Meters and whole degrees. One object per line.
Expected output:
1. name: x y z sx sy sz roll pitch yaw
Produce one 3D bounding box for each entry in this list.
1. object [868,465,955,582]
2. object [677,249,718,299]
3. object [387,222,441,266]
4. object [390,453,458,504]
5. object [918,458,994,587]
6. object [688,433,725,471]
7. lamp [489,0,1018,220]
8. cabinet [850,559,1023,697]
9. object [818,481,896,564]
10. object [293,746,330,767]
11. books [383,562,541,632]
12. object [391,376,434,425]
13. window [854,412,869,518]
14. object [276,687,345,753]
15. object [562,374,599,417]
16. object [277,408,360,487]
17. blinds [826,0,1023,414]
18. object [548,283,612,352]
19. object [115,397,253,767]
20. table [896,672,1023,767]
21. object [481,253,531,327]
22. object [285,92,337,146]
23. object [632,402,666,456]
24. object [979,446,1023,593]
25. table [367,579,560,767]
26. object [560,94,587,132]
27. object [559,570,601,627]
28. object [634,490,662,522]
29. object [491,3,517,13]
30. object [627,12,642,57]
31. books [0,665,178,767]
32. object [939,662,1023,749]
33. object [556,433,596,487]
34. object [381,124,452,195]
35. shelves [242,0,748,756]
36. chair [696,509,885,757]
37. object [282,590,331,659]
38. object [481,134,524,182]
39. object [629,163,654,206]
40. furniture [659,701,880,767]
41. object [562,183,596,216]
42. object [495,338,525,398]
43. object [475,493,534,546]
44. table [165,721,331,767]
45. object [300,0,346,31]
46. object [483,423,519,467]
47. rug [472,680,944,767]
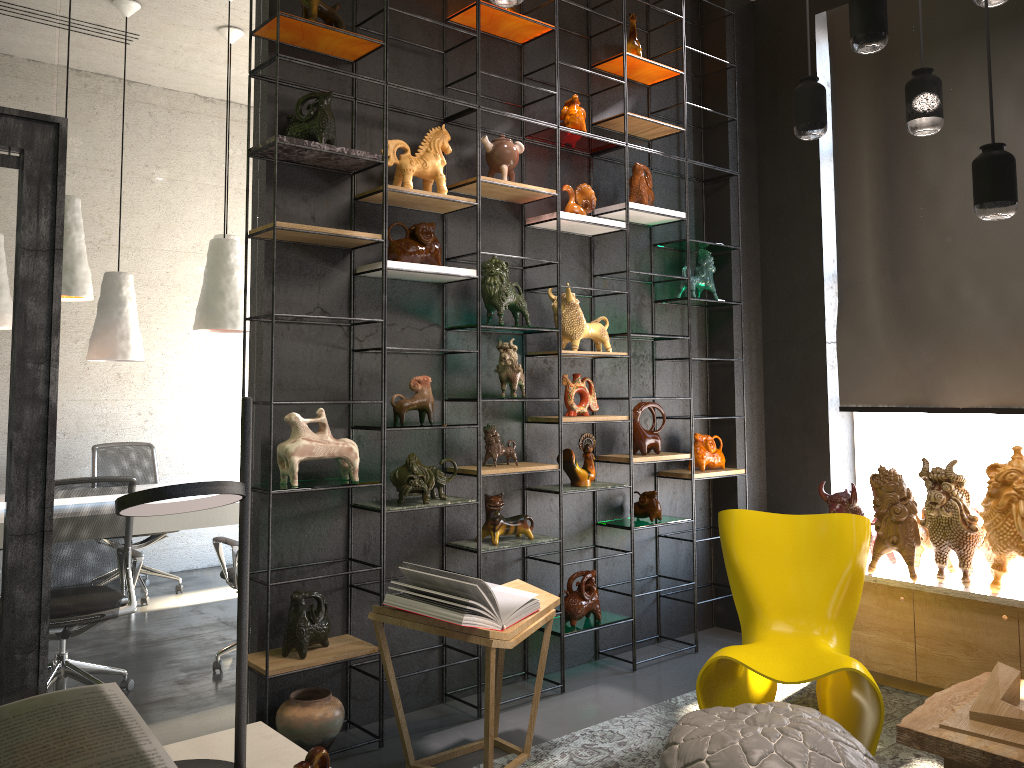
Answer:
1. object: 1.955 0.664 4.327 0.474 0.548 0.248 2 -4 -32
2. object: 1.102 -0.656 5.253 0.151 0.334 0.289 -4 -5 42
3. object: -0.439 -0.625 3.952 0.277 0.223 0.138 2 -4 -40
4. object: -0.403 0.407 3.878 0.191 0.222 0.401 -1 -2 20
5. object: 2.072 0.635 4.142 0.271 0.582 0.429 -4 -5 43
6. object: 1.146 0.395 5.186 0.277 0.223 0.138 1 -4 -39
7. lamp: 0.761 -1.661 2.128 2.675 2.284 2.833 0 -2 4
8. cabinet: 2.586 1.180 3.531 0.403 0.532 2.724 2 -2 -40
9. object: 1.761 0.707 4.482 0.462 0.443 0.218 1 -4 -35
10. object: -0.283 0.561 1.221 0.077 0.102 0.087 1 -3 -16
11. books: -0.186 0.802 3.402 0.400 0.234 0.481 -1 -2 37
12. object: -0.436 0.072 3.894 0.118 0.221 0.211 -3 -4 34
13. window: 2.817 -0.681 4.573 0.051 3.184 2.302 4 -5 -40
14. object: -0.795 1.345 3.484 0.265 0.240 0.264 2 -3 -40
15. object: 0.352 0.058 4.571 0.267 0.224 0.060 2 -5 -39
16. object: -0.778 0.249 3.593 0.341 0.305 0.164 1 -4 -35
17. blinds: 0.555 -0.750 6.098 3.521 3.323 12.672 1 -1 -20
18. object: 0.354 -0.332 4.570 0.369 0.353 0.174 1 -4 -35
19. object: -0.509 0.322 1.354 0.239 0.605 0.238 1 -4 -13
20. table: 1.783 1.292 2.989 0.827 0.310 0.692 1 -2 -40
21. object: -0.043 -0.449 4.256 0.255 0.358 0.167 2 -5 -35
22. object: -0.856 -1.090 3.715 0.253 0.251 0.125 -1 -4 25
23. object: 0.732 0.243 4.854 0.248 0.292 0.114 2 -5 -40
24. object: 2.268 0.596 3.893 0.468 0.658 0.306 2 -5 -35
25. table: -0.108 1.148 3.382 0.732 0.622 0.495 2 -4 -39
26. object: 0.316 -1.403 4.724 0.138 0.223 0.277 0 -2 -9
27. object: 0.331 1.071 4.428 0.253 0.251 0.126 2 -4 -40
28. object: 0.727 0.661 4.843 0.105 0.169 0.210 3 -4 -40
29. object: -0.042 -1.974 4.402 0.116 0.360 0.197 -2 -4 20
30. object: 0.678 -1.936 5.033 0.097 0.291 0.289 0 -3 -1
31. books: -0.680 0.526 1.110 0.485 0.169 0.394 1 -2 -43
32. object: 1.722 1.069 2.992 0.519 0.137 0.350 1 -1 -45
33. object: 0.347 0.385 4.518 0.226 0.272 0.123 2 -5 -40
34. object: -0.426 -1.022 4.003 0.375 0.365 0.169 2 -5 -45
35. shelves: 0.148 -0.496 4.445 2.988 3.929 0.273 2 -5 -40
36. chair: 1.186 1.008 3.739 0.658 0.901 1.065 -1 -3 20
37. object: -0.811 0.941 3.538 0.126 0.251 0.252 -2 -3 20
38. object: -0.047 -1.087 4.316 0.164 0.268 0.236 -2 -3 21
39. object: 0.726 -1.093 4.962 0.126 0.251 0.252 -2 -3 20
40. furniture: 0.811 1.252 2.807 0.678 0.384 0.678 1 -2 -40
41. object: 0.359 -0.959 4.649 0.233 0.211 0.107 1 -4 -23
42. object: -0.013 -0.073 4.221 0.131 0.281 0.207 -1 -3 8
43. object: -0.008 0.625 4.178 0.309 0.237 0.155 1 -4 -36
44. table: -1.264 0.678 0.332 2.900 0.120 0.985 0 -1 -40
45. object: -0.802 -1.640 3.699 0.198 0.360 0.116 3 -5 -40
46. object: -0.053 0.290 4.215 0.183 0.211 0.096 2 -4 -37
47. rug: 1.796 1.439 2.633 2.186 0.010 3.588 0 -1 -40
